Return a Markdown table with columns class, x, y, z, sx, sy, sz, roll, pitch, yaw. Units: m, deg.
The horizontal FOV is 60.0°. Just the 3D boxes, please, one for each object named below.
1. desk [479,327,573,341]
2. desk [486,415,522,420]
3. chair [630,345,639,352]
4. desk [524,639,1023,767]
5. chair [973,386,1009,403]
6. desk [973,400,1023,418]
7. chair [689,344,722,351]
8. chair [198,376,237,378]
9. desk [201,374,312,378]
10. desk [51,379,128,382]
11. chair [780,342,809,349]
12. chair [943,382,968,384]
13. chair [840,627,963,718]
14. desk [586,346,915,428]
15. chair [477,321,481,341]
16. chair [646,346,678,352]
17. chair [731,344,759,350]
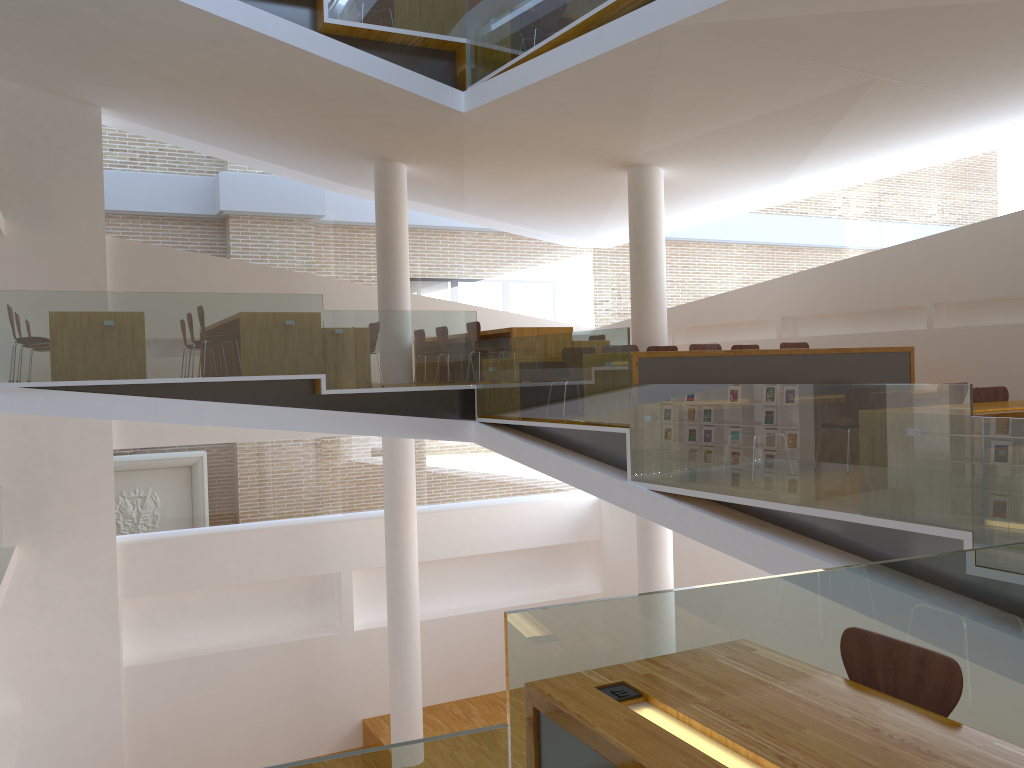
| class | x | y | z | sx | sy | sz | roll | pitch | yaw |
| --- | --- | --- | --- | --- | --- | --- | --- | --- | --- |
| desk | -0.118 | -0.260 | 11.334 | 1.247 | 0.762 | 3.194 | -2 | 1 | -26 |
| desk | 1.389 | -0.006 | 9.655 | 3.356 | 0.606 | 0.760 | -2 | 1 | -26 |
| chair | 1.093 | -0.015 | 8.078 | 0.428 | 0.693 | 0.381 | -2 | 1 | -26 |
| desk | 0.835 | 1.269 | 1.055 | 1.285 | 0.918 | 3.236 | -2 | 1 | -26 |
| chair | 3.497 | 0.367 | 6.197 | 0.428 | 0.693 | 0.381 | -2 | 1 | -26 |
| desk | 3.870 | 0.499 | 5.302 | 3.243 | 0.785 | 1.527 | -2 | 1 | -26 |
| chair | 1.966 | -0.046 | 8.502 | 0.428 | 0.693 | 0.381 | -2 | 1 | -26 |
| chair | -2.876 | -0.412 | 8.706 | 0.381 | 0.693 | 0.428 | -2 | 1 | -26 |
| desk | -2.674 | -0.321 | 10.022 | 1.248 | 0.757 | 3.196 | -2 | 1 | -26 |
| desk | -4.325 | -0.338 | 9.223 | 0.760 | 0.606 | 3.194 | -2 | 1 | -26 |
| chair | 2.978 | -0.082 | 8.950 | 0.428 | 0.693 | 0.381 | -2 | 1 | -26 |
| chair | 3.781 | 0.336 | 7.868 | 0.428 | 0.693 | 0.381 | -2 | 1 | -26 |
| chair | 0.896 | 1.043 | 2.313 | 0.381 | 0.693 | 0.428 | -2 | 1 | -26 |
| desk | 2.360 | 0.203 | 7.868 | 3.216 | 1.022 | 1.248 | -2 | 1 | -26 |
| chair | -0.280 | -0.352 | 9.993 | 0.381 | 0.693 | 0.428 | -2 | 1 | -26 |
| chair | 1.480 | -0.045 | 9.251 | 0.428 | 0.693 | 0.381 | -2 | 1 | -26 |
| chair | 2.469 | -0.081 | 9.773 | 0.428 | 0.693 | 0.381 | -2 | 1 | -26 |
